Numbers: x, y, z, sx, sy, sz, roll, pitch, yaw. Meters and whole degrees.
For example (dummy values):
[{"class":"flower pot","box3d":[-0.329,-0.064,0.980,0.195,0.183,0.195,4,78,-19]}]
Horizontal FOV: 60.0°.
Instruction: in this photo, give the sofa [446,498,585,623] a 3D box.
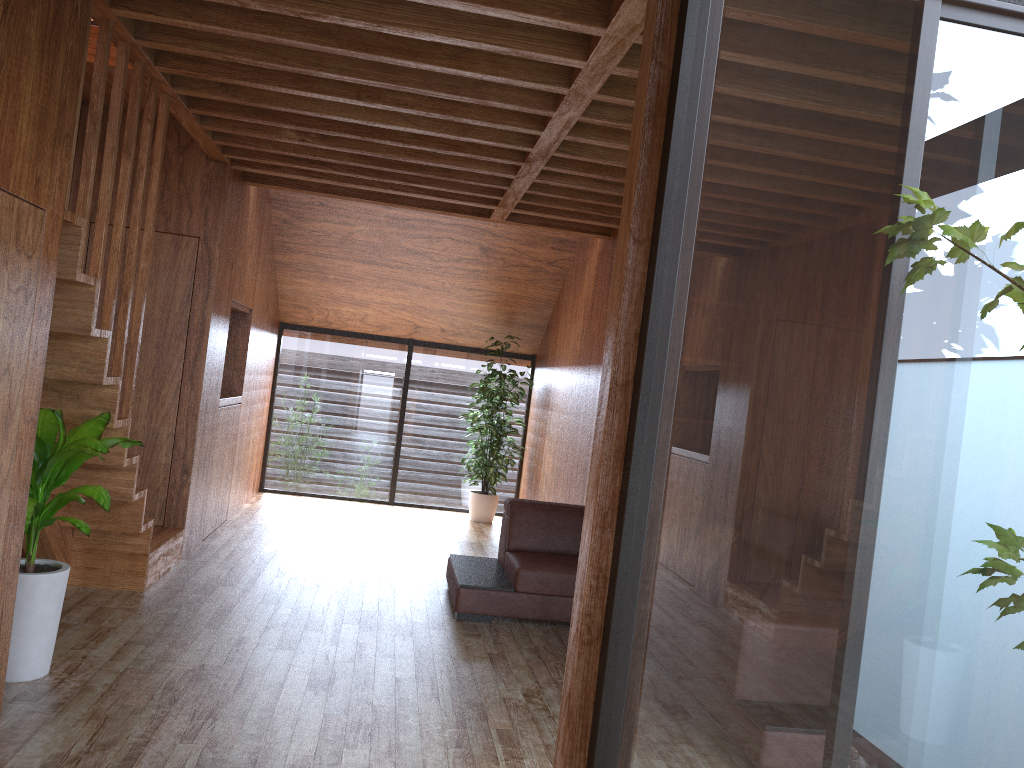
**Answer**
[{"class":"sofa","box3d":[0.642,0.935,4.191,1.704,0.760,2.498,7,0,-8]}]

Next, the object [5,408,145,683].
[{"class":"object","box3d":[-1.717,0.501,3.148,0.677,1.031,0.629,7,0,-18]}]

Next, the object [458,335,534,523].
[{"class":"object","box3d":[-0.156,0.393,7.927,0.638,1.690,0.678,7,0,-1]}]

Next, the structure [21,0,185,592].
[{"class":"structure","box3d":[-2.019,-0.171,3.912,0.831,2.298,2.441,7,0,-8]}]

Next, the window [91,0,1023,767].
[{"class":"window","box3d":[0.078,-0.944,1.436,4.114,5.132,13.931,7,0,-8]}]
